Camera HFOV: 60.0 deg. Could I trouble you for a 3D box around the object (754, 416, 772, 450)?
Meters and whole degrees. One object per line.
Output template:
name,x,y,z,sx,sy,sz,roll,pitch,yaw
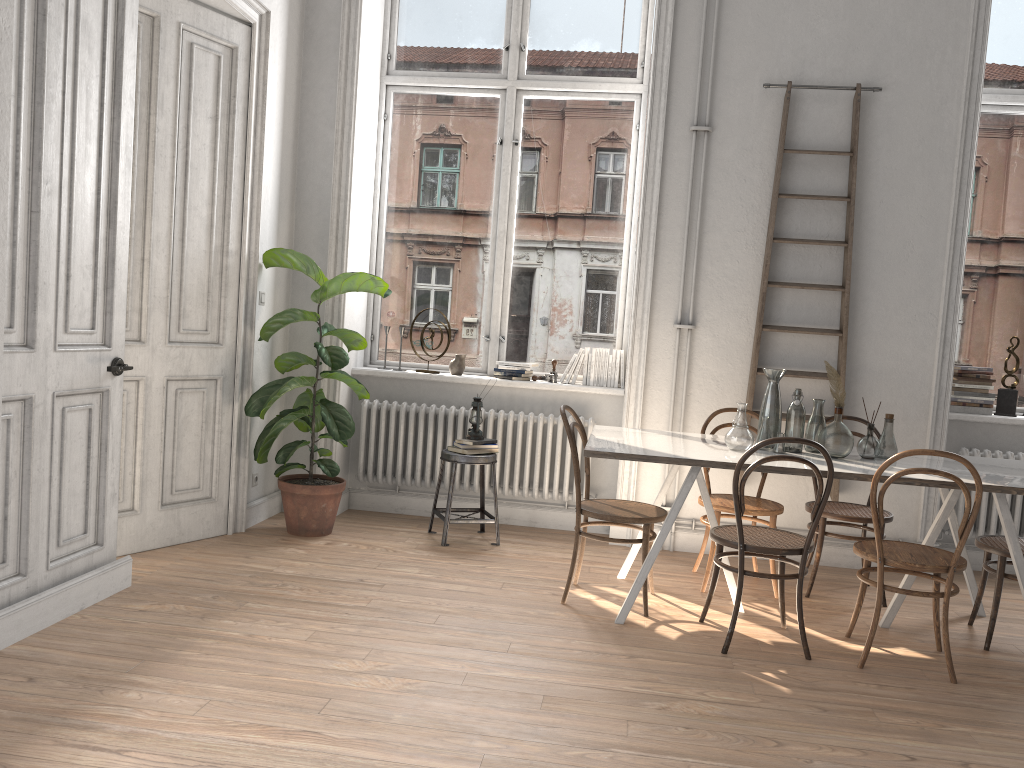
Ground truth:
object,1.199,0.233,4.218,0.083,0.158,0.083,4,4,3

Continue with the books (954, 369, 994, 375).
books,2.809,-0.074,5.430,0.205,0.020,0.155,4,3,7

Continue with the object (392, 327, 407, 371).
object,-0.734,-0.230,5.858,0.095,0.289,0.095,6,4,30

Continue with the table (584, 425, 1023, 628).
table,1.437,0.723,4.172,2.200,0.780,1.099,4,4,7

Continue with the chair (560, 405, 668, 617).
chair,0.474,0.580,4.269,0.549,0.921,0.437,5,4,16

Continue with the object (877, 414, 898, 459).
object,1.783,0.247,4.209,0.101,0.212,0.101,0,5,-43

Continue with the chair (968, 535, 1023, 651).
chair,2.397,0.732,3.999,0.549,0.921,0.437,5,4,20

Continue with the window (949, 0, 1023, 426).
window,10.513,-5.226,7.301,14.384,15.944,26.385,4,4,7

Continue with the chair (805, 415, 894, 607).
chair,1.784,0.646,4.714,0.438,0.921,0.549,5,4,14

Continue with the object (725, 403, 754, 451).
object,1.058,0.198,4.107,0.132,0.219,0.132,4,4,-3

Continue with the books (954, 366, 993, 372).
books,2.806,-0.096,5.438,0.201,0.024,0.159,4,3,-3

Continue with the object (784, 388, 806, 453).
object,1.342,0.172,4.197,0.086,0.301,0.086,4,4,-7

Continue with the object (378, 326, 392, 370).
object,-0.842,-0.243,5.930,0.095,0.289,0.095,7,5,39

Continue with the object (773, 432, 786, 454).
object,1.244,0.274,4.119,0.058,0.094,0.058,7,5,35

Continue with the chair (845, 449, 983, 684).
chair,1.650,0.699,3.669,0.437,0.921,0.549,5,4,18

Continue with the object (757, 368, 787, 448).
object,1.262,0.118,4.317,0.116,0.383,0.116,5,4,19

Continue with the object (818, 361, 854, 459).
object,1.505,0.118,4.083,0.156,0.446,0.157,6,4,25

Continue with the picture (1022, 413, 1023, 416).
picture,3.218,0.082,5.431,0.221,0.264,0.148,3,4,-9

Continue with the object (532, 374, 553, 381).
object,0.189,-0.041,5.783,0.153,0.048,0.088,1,5,-43

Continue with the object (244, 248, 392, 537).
object,1.348,0.158,4.583,5.826,1.843,0.791,5,4,12

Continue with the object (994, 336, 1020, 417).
object,3.035,-0.049,5.406,0.122,0.488,0.102,6,5,32

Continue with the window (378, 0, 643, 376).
window,-0.026,-1.514,5.900,1.622,2.844,0.013,5,4,7

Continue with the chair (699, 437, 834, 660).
chair,1.076,0.652,3.779,0.438,0.921,0.549,4,4,3

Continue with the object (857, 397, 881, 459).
object,1.676,0.208,4.144,0.107,0.284,0.106,4,4,2

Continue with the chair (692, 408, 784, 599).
chair,1.207,0.606,4.708,0.438,0.921,0.549,4,4,5

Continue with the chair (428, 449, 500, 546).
chair,-0.271,0.665,5.292,0.364,0.523,0.360,3,4,-19

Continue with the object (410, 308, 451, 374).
object,-0.539,-0.285,5.849,0.347,0.425,0.087,7,5,40

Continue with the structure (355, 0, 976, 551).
structure,1.675,-1.181,5.282,5.181,4.476,0.340,4,4,7

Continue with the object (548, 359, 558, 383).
object,0.270,-0.083,5.713,0.048,0.153,0.088,2,4,-23

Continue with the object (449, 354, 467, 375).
object,-0.359,-0.130,5.830,0.100,0.142,0.102,3,4,-18

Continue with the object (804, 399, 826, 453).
object,1.462,0.200,4.256,0.098,0.255,0.100,3,4,-16

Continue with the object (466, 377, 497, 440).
object,-0.185,0.140,5.316,0.163,0.383,0.154,3,4,-19

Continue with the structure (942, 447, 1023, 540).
structure,3.385,0.705,5.240,1.577,0.552,0.194,4,4,7
